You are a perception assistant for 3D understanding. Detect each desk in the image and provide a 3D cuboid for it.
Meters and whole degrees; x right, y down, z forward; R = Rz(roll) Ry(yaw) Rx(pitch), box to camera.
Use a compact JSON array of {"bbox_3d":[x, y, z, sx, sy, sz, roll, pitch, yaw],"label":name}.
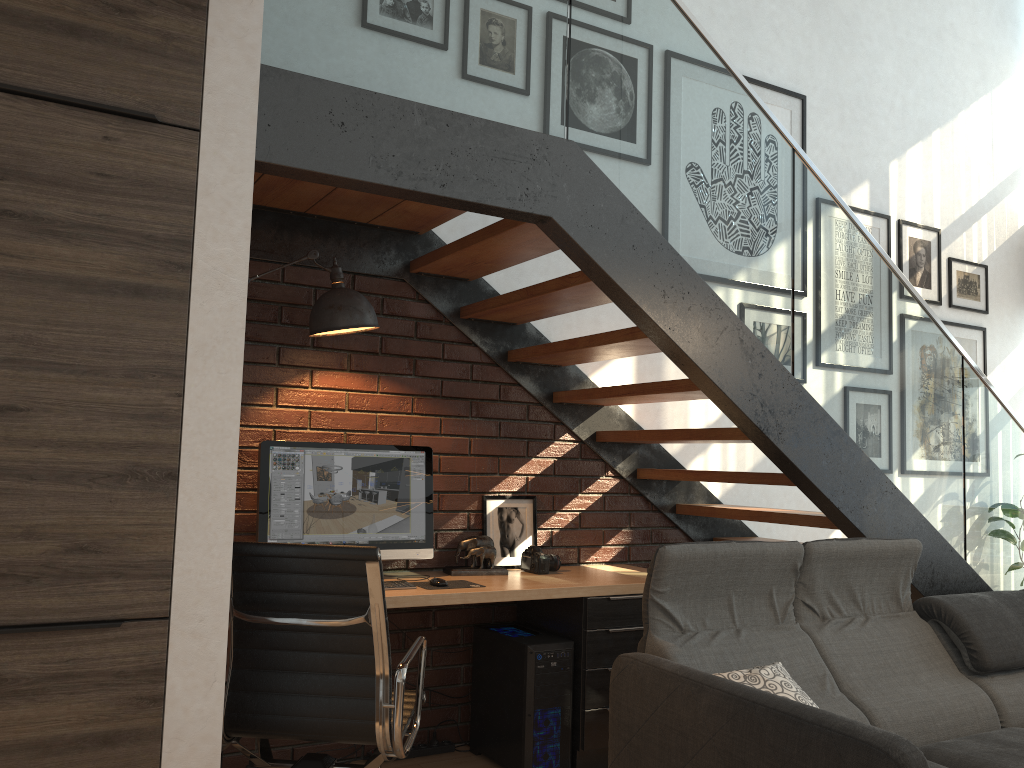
[{"bbox_3d":[-0.260,1.159,3.502,2.182,0.750,0.610,5,-6,-30],"label":"desk"}]

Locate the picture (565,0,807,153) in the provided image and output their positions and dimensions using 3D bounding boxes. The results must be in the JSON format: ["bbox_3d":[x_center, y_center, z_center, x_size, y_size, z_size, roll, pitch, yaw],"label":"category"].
[{"bbox_3d":[0.930,-1.392,4.716,1.785,1.678,0.028,5,-6,-30],"label":"picture"}]

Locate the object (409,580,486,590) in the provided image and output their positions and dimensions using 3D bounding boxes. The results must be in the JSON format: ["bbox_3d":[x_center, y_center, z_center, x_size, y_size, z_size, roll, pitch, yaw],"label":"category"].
[{"bbox_3d":[-0.252,0.775,3.424,0.250,0.002,0.200,5,-6,-30],"label":"object"}]

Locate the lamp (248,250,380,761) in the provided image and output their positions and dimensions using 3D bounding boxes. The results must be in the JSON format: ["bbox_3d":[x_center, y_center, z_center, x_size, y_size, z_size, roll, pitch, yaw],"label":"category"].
[{"bbox_3d":[-0.814,0.495,3.305,0.462,2.003,1.054,-3,-7,44],"label":"lamp"}]

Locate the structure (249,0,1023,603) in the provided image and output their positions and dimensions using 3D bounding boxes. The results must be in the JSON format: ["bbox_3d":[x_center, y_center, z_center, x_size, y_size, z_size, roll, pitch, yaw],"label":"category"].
[{"bbox_3d":[0.135,0.045,3.521,5.660,3.460,1.289,5,-6,-30],"label":"structure"}]

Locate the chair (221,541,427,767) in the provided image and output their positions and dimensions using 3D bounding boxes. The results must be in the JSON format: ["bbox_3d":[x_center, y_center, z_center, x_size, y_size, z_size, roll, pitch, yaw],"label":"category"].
[{"bbox_3d":[-0.601,0.948,2.623,0.651,0.991,0.700,1,-5,5],"label":"chair"}]

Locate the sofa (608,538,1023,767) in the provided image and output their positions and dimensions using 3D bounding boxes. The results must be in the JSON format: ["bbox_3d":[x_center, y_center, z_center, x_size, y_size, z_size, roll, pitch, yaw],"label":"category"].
[{"bbox_3d":[2.163,1.036,2.646,3.169,0.995,2.108,5,-6,-29],"label":"sofa"}]

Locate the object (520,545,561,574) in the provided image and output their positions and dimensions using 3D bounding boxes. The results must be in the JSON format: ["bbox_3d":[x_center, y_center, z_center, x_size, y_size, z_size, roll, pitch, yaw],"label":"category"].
[{"bbox_3d":[0.143,0.773,3.921,0.166,0.119,0.149,5,-6,-32],"label":"object"}]

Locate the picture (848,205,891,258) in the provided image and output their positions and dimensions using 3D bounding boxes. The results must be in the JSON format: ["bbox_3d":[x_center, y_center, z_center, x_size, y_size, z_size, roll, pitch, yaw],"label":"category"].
[{"bbox_3d":[2.042,-0.571,5.296,0.654,0.990,0.025,5,-6,-30],"label":"picture"}]

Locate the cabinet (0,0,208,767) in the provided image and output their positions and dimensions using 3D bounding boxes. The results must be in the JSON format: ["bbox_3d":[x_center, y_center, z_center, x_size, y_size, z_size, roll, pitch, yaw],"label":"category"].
[{"bbox_3d":[-0.852,0.007,0.062,2.401,2.401,3.495,5,-6,-30],"label":"cabinet"}]

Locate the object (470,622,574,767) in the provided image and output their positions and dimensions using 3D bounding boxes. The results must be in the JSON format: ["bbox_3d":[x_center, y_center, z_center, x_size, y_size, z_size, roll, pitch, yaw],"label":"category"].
[{"bbox_3d":[0.039,1.291,3.631,0.215,0.527,0.474,5,-6,-30],"label":"object"}]

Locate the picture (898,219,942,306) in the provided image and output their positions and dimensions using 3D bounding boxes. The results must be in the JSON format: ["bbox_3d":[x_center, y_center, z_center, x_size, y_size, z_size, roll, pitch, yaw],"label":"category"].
[{"bbox_3d":[2.587,-0.766,5.627,0.410,0.504,0.025,5,-6,-30],"label":"picture"}]

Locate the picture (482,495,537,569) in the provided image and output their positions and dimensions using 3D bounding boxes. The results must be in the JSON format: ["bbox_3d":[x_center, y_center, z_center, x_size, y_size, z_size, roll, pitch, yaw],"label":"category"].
[{"bbox_3d":[-0.010,0.671,4.019,0.279,0.329,0.049,5,-6,-30],"label":"picture"}]

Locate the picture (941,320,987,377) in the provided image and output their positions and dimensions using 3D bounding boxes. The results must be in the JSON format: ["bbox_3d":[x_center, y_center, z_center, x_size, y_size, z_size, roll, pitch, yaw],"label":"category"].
[{"bbox_3d":[2.766,0.087,5.665,0.871,0.990,0.025,5,-6,-30],"label":"picture"}]

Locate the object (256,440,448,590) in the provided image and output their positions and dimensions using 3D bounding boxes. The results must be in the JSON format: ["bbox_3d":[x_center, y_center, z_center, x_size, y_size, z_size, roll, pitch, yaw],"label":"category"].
[{"bbox_3d":[-0.597,0.497,3.423,0.716,0.535,0.431,5,-6,-29],"label":"object"}]

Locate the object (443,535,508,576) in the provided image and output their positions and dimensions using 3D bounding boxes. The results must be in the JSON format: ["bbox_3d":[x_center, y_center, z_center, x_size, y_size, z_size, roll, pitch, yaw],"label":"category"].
[{"bbox_3d":[-0.155,0.732,3.799,0.252,0.160,0.149,4,-5,-20],"label":"object"}]

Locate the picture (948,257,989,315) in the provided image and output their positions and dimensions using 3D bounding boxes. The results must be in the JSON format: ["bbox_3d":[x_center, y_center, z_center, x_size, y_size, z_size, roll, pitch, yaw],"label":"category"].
[{"bbox_3d":[3.018,-0.647,5.866,0.410,0.333,0.025,5,-6,-30],"label":"picture"}]

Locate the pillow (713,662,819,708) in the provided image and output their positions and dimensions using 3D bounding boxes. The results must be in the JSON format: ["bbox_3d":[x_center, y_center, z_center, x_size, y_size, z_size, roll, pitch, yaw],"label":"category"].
[{"bbox_3d":[1.773,1.007,3.120,2.734,0.364,0.386,4,-6,-26],"label":"pillow"}]
